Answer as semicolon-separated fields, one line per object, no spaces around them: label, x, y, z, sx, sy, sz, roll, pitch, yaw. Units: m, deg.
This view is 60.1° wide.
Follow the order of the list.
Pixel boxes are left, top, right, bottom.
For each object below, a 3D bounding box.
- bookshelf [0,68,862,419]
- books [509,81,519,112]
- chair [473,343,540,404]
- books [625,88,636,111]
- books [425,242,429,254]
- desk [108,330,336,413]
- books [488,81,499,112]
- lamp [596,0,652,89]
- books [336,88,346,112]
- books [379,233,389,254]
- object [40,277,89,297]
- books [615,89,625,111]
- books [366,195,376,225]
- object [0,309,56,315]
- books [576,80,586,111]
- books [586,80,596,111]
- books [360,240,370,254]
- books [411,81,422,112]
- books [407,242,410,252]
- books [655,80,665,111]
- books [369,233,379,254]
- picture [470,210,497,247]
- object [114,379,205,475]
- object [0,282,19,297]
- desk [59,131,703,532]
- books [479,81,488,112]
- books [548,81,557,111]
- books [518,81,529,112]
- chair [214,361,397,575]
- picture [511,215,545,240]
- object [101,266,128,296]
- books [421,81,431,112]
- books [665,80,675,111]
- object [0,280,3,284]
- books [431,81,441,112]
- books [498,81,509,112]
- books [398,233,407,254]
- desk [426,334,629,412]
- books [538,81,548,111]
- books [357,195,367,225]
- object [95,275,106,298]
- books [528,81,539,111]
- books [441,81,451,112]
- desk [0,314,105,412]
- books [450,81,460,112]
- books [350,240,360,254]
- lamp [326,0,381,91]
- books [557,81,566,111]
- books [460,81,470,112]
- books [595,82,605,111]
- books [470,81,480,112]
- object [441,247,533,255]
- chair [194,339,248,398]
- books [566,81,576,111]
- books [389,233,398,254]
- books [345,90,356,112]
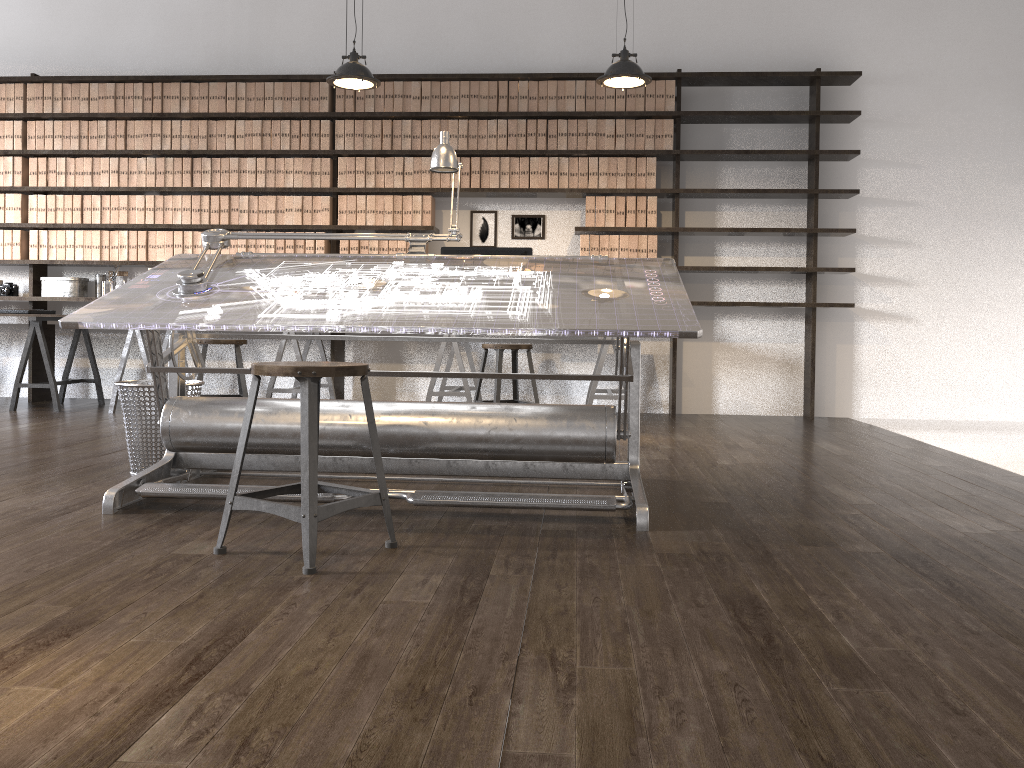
bookshelf;-2.150;-0.720;6.697;9.176;3.206;0.374;1;1;4
books;0.016;-2.067;6.440;0.067;0.225;0.175;1;2;4
chair;-0.034;0.015;5.495;0.358;0.527;0.372;0;2;-27
books;0.850;-2.050;6.372;0.067;0.225;0.175;1;2;4
books;-0.660;-0.982;6.499;0.067;0.225;0.175;1;2;4
desk;-2.010;-0.135;6.227;1.668;0.669;0.656;1;2;4
books;-0.132;-2.070;6.450;0.067;0.225;0.175;1;2;4
lamp;0.651;-2.831;4.996;0.311;2.251;0.313;1;1;29
books;-1.244;-2.092;6.532;0.067;0.225;0.175;1;2;4
books;-0.927;-0.988;6.521;0.067;0.225;0.174;1;2;4
object;-3.397;-0.731;6.726;0.317;0.152;0.193;1;3;4
books;0.778;-2.052;6.377;0.067;0.225;0.175;1;2;4
books;-1.018;-1.264;6.522;0.067;0.225;0.175;1;2;4
object;-3.500;-0.506;6.216;0.445;0.033;0.312;1;4;4
books;0.497;-2.057;6.399;0.067;0.225;0.175;1;2;4
books;0.567;-2.056;6.398;0.067;0.225;0.175;1;2;4
books;-1.068;-0.991;6.532;0.067;0.225;0.175;1;2;4
books;-0.687;-2.081;6.488;0.067;0.225;0.175;1;2;4
books;-0.722;-0.984;6.505;0.067;0.225;0.175;1;2;4
books;1.058;-2.047;6.364;0.067;0.225;0.174;1;2;4
books;-0.998;-0.989;6.522;0.067;0.225;0.174;1;2;4
picture;-0.212;-1.155;6.633;0.201;0.284;0.022;1;1;4
object;-1.469;0.180;3.694;0.353;0.377;0.353;2;2;26
object;-3.837;-0.716;6.720;0.171;0.108;0.091;1;2;4
desk;-0.404;-0.284;3.324;2.068;1.386;1.078;1;2;4
books;-0.198;-2.071;6.453;0.067;0.225;0.175;1;2;4
books;0.295;-2.061;6.413;0.067;0.225;0.175;1;2;4
books;0.087;-2.065;6.430;0.067;0.225;0.174;1;2;4
chair;-0.561;0.207;2.453;0.372;0.527;0.358;2;2;33
picture;0.121;-1.169;6.607;0.251;0.183;0.023;1;1;4
object;-3.020;-0.784;6.707;0.181;0.271;0.156;0;2;-12
books;-0.615;-2.079;6.480;0.067;0.225;0.175;1;2;4
books;1.127;-2.045;6.355;0.067;0.225;0.174;1;2;4
object;-3.944;-0.714;6.758;0.107;0.161;0.236;0;3;-30
books;-0.544;-2.078;6.479;0.067;0.225;0.175;1;2;4
books;-0.059;-2.068;6.439;0.067;0.225;0.175;1;2;4
books;-0.789;-0.985;6.505;0.067;0.225;0.175;1;2;4
desk;0.125;-0.093;6.071;1.668;0.669;0.656;1;2;4
books;0.228;-2.063;6.423;0.067;0.225;0.175;1;2;4
books;-1.091;-1.266;6.525;0.067;0.225;0.175;1;2;4
object;-3.157;-0.744;6.796;0.079;0.188;0.079;0;1;-17
books;0.158;-2.064;6.429;0.067;0.225;0.174;1;2;4
books;-0.475;-2.077;6.476;0.067;0.225;0.174;1;2;4
desk;-3.770;-0.169;6.355;1.668;0.669;0.656;1;2;4
books;-0.405;-2.075;6.467;0.067;0.225;0.174;1;2;4
books;-1.143;-0.992;6.532;0.067;0.225;0.175;1;2;4
lamp;-0.899;-2.861;5.109;0.311;2.251;0.313;1;1;29
books;0.362;-2.060;6.412;0.067;0.225;0.175;1;2;4
books;-0.333;-2.073;6.458;0.067;0.225;0.175;1;2;4
books;0.637;-2.055;6.395;0.067;0.225;0.174;1;2;4
books;-0.261;-2.072;6.453;0.067;0.225;0.175;1;2;4
object;-0.178;-0.697;6.213;0.643;0.517;0.204;1;1;4
chair;-1.842;-0.018;5.601;0.371;0.527;0.359;0;2;-22
books;0.425;-2.059;6.406;0.067;0.225;0.175;1;2;4
books;-0.856;-0.986;6.516;0.067;0.225;0.175;1;2;4
books;-1.171;-2.090;6.521;0.067;0.225;0.175;1;2;4
